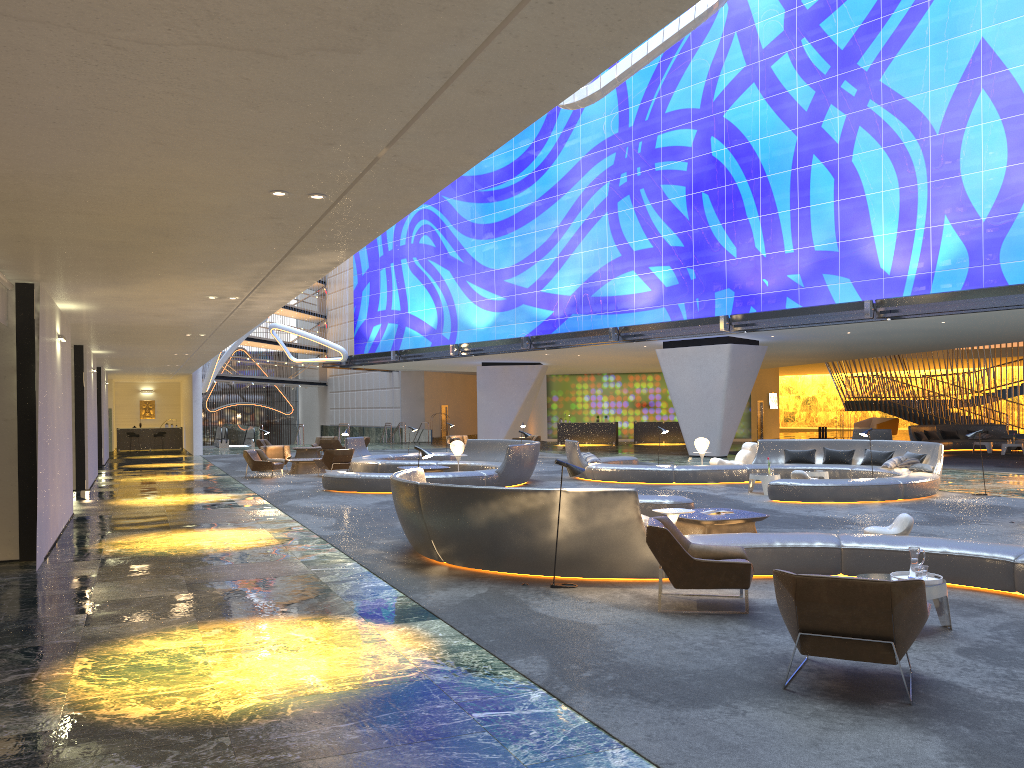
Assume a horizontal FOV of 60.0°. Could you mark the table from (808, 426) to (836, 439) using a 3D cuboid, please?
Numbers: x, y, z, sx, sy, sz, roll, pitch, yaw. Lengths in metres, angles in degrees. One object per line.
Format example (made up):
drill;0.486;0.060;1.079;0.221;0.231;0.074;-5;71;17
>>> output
table;16.103;2.545;45.936;1.242;0.727;2.307;-1;-2;25

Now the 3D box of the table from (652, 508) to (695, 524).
table;1.871;1.764;10.304;0.418;0.595;0.428;-1;0;-27

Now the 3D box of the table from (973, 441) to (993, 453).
table;17.248;2.320;32.439;0.671;0.406;0.673;-1;-1;22

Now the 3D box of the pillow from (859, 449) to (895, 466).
pillow;8.291;1.676;20.121;0.315;0.386;0.785;0;-1;-31

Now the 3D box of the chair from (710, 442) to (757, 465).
chair;5.722;1.944;22.740;1.157;0.882;0.729;-1;0;-4

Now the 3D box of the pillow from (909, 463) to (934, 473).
pillow;8.362;1.729;18.090;0.445;0.207;0.443;-1;-1;28

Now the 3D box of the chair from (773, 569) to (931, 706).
chair;2.218;1.567;5.795;0.929;0.767;0.939;-1;-1;27

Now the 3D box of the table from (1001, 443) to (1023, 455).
table;17.470;2.275;30.939;0.671;0.406;0.673;0;-1;-36

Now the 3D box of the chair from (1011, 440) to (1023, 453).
chair;17.976;2.241;31.603;0.491;0.501;0.587;-1;-1;-6

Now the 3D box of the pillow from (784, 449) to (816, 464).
pillow;6.865;1.739;21.137;0.769;0.369;0.295;-1;-1;21

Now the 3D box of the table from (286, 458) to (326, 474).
table;-5.999;2.408;26.012;1.203;0.392;1.203;0;-2;-23

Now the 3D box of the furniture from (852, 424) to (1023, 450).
furniture;15.044;2.025;32.175;9.926;0.969;5.187;0;-2;-6

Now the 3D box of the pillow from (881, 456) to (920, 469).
pillow;8.419;1.695;19.164;0.877;0.262;0.692;-2;-2;33

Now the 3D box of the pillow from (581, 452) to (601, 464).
pillow;1.921;1.860;22.402;0.692;0.262;0.877;0;-1;-14

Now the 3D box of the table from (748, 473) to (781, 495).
table;5.160;2.061;18.243;0.671;0.406;0.673;-1;-1;29

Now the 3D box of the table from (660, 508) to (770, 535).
table;2.661;1.908;11.707;1.203;0.392;1.203;0;-2;-22

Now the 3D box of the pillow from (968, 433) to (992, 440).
pillow;18.009;2.008;34.285;0.877;0.262;0.693;0;-2;-32

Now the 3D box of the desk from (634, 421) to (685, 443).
desk;7.716;2.438;44.945;2.977;1.097;0.813;-1;0;14

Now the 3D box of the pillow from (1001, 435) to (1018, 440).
pillow;18.958;2.047;33.779;0.444;0.207;0.443;0;-2;-36

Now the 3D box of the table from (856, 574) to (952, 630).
table;3.138;1.774;7.156;0.671;0.406;0.673;0;-1;-27

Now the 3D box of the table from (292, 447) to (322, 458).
table;-7.920;2.666;34.434;1.203;0.392;1.203;-1;-1;-5

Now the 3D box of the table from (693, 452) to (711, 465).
table;4.996;2.093;23.333;0.428;0.595;0.418;-1;0;41

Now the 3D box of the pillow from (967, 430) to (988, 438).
pillow;18.115;1.968;34.451;0.775;0.366;0.317;-1;-1;19

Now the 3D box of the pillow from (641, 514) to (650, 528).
pillow;1.318;1.503;9.399;0.877;0.262;0.692;-1;-2;29

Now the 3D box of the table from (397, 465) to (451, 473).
table;-2.175;2.247;21.844;1.203;0.392;1.203;0;-2;-22

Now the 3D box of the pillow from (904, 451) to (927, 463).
pillow;8.614;1.648;19.137;0.317;0.366;0.775;-1;-1;-6

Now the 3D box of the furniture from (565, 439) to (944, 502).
furniture;5.234;1.823;20.953;5.185;0.969;9.930;0;-2;-31

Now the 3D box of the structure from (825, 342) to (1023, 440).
structure;23.508;-0.181;39.047;11.980;6.247;16.495;0;-1;-23

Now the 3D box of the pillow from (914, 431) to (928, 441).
pillow;15.563;1.991;33.711;0.769;0.369;0.295;1;-1;-44

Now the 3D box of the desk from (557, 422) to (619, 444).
desk;3.835;2.479;44.809;2.977;1.097;0.813;-1;0;16

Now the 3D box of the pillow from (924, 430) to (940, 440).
pillow;16.213;1.977;34.265;0.759;0.417;0.281;0;-1;-30

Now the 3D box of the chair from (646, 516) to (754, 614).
chair;1.706;1.638;8.093;0.939;0.767;0.929;-1;-1;10

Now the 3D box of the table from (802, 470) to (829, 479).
table;6.425;2.070;19.078;0.673;0.406;0.671;-1;-1;-3

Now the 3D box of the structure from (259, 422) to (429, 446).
structure;-12.560;6.614;56.765;9.303;8.400;19.740;0;-1;-23

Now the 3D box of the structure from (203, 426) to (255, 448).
structure;-18.315;6.565;53.857;3.016;8.239;19.835;-1;-1;-23

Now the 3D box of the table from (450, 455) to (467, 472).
table;-1.404;2.166;23.299;0.418;0.595;0.428;-1;0;-24

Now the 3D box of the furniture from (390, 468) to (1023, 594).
furniture;2.049;1.538;9.457;5.185;0.969;9.930;0;-2;-26

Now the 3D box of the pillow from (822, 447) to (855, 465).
pillow;7.642;1.697;20.782;0.759;0.417;0.281;-1;-1;35

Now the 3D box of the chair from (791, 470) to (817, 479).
chair;6.261;2.011;18.580;0.585;0.501;1.784;-1;-1;31

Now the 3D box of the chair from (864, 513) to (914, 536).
chair;4.548;1.809;10.665;0.586;0.501;0.491;-1;-1;12

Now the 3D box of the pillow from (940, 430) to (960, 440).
pillow;17.087;1.980;34.573;0.784;0.386;0.315;-1;0;-6

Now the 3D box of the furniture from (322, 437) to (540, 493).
furniture;-2.129;1.995;24.012;5.185;0.969;9.930;0;-2;-6
